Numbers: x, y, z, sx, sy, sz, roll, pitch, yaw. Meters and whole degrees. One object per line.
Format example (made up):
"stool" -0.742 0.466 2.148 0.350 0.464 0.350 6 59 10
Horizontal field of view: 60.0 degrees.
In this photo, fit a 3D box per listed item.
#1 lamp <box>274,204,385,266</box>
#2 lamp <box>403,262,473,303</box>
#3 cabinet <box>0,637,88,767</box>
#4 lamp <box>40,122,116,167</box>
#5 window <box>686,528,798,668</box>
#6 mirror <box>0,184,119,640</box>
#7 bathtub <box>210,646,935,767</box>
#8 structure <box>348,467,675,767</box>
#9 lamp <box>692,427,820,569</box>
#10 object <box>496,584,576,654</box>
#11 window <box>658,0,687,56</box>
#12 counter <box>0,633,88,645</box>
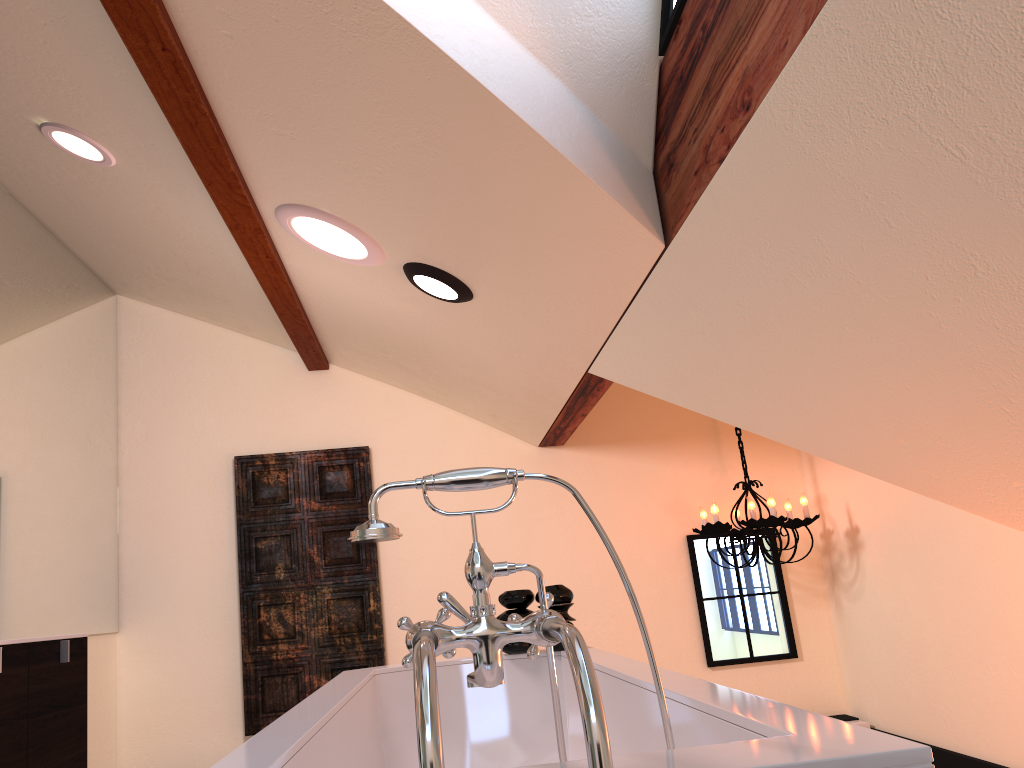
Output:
"lamp" -0.562 -0.508 2.743 0.328 0.170 0.373 -3 -15 -10
"lamp" -0.231 -0.352 2.785 0.214 0.129 0.248 -3 -15 -10
"cabinet" -1.387 1.098 1.782 0.386 0.915 1.873 -5 -14 -6
"lamp" -1.322 -0.808 2.700 0.206 0.101 0.230 -6 -14 -1
"window" 1.124 1.157 4.354 0.449 0.695 0.046 -5 -13 -6
"mirror" -1.781 -0.045 2.718 0.011 1.827 3.264 -5 -14 -6
"bathtub" -0.030 1.061 1.844 0.798 0.687 2.237 -5 -15 -6
"structure" 0.003 0.631 0.956 0.384 1.110 0.558 -8 -13 8
"lamp" 1.082 0.384 4.171 0.541 1.115 0.621 -7 -13 5
"object" 0.073 0.852 2.887 0.277 0.227 0.157 -12 -15 23
"window" -0.564 -1.476 0.120 2.106 0.670 3.551 -5 -15 -6
"counter" -1.393 0.782 1.856 0.442 0.293 1.873 -5 -15 -6
